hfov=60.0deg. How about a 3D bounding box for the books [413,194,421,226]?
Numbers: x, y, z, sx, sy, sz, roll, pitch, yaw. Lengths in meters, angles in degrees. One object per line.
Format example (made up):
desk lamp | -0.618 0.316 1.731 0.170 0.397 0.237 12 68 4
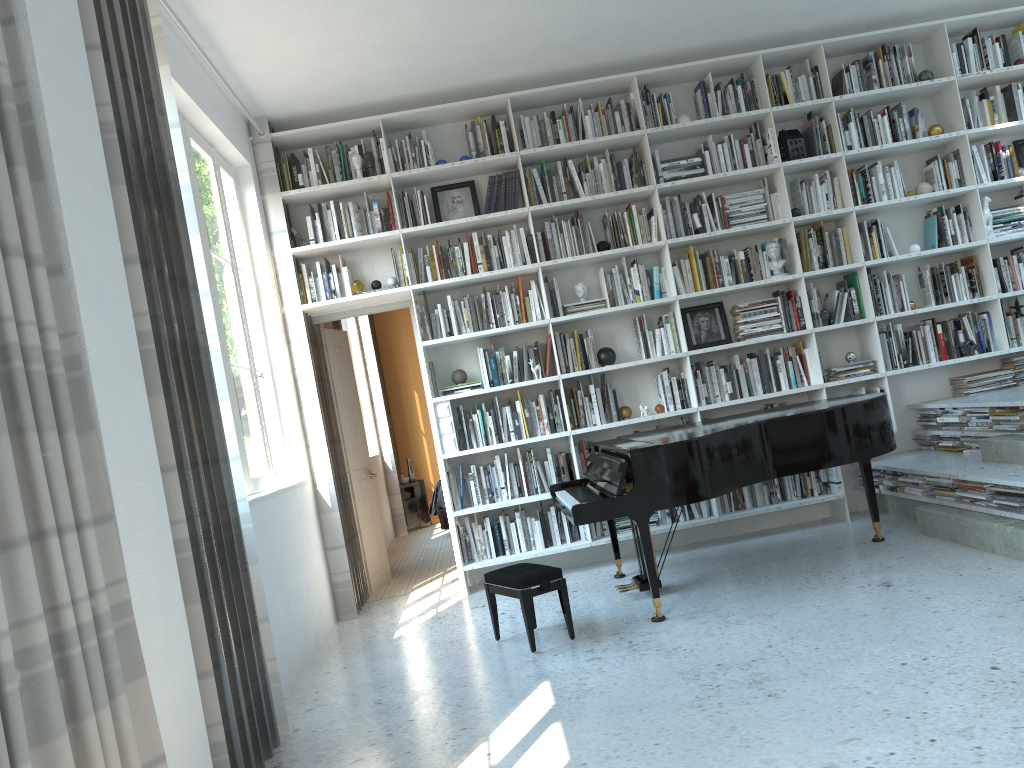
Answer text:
books | -0.623 -1.125 5.892 0.019 0.243 0.153 -10 -1 -3

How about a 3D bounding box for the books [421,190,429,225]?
books | -0.571 -1.140 5.891 0.012 0.254 0.166 -10 -1 -3

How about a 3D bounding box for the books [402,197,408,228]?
books | -0.703 -1.107 5.895 0.005 0.238 0.154 -10 -1 -3

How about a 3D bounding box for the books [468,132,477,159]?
books | -0.258 -1.552 5.921 0.028 0.218 0.153 -10 -1 -3

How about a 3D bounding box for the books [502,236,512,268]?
books | -0.036 -0.853 5.901 0.030 0.230 0.172 -10 -1 -3

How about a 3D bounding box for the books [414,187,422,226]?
books | -0.615 -1.145 5.891 0.005 0.281 0.190 -10 -1 -3

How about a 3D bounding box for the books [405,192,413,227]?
books | -0.674 -1.124 5.886 0.009 0.260 0.184 -10 -1 -3

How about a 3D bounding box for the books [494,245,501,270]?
books | -0.097 -0.819 5.915 0.022 0.186 0.136 -10 -1 -3

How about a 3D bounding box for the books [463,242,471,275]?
books | -0.295 -0.809 5.903 0.047 0.238 0.162 -10 -1 -3

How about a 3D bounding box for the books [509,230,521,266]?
books | 0.022 -0.881 5.925 0.024 0.266 0.155 -10 -1 -3

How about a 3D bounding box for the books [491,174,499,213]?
books | -0.119 -1.233 5.914 0.110 0.279 0.174 -10 -1 -3

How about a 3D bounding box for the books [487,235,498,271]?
books | -0.129 -0.851 5.917 0.029 0.260 0.157 -10 -1 -3

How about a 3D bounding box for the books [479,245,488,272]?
books | -0.187 -0.808 5.883 0.029 0.195 0.192 -10 -1 -3

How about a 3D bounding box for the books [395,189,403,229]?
books | -0.742 -1.128 5.879 0.005 0.292 0.184 -10 -1 -3

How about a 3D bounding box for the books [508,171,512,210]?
books | -0.014 -1.257 5.941 0.078 0.285 0.174 -10 -1 -3

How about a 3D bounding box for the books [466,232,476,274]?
books | -0.272 -0.847 5.908 0.014 0.304 0.151 -10 -1 -3

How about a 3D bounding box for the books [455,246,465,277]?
books | -0.345 -0.790 5.891 0.031 0.217 0.173 -10 -1 -3

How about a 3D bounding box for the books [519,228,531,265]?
books | 0.085 -0.892 5.909 0.035 0.264 0.177 -10 -1 -3

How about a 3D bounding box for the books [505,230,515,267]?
books | -0.013 -0.874 5.902 0.022 0.263 0.174 -10 -1 -3

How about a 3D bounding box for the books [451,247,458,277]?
books | -0.378 -0.784 5.890 0.014 0.218 0.164 -10 -1 -3

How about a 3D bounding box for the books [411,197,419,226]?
books | -0.632 -1.111 5.880 0.018 0.218 0.186 -10 -1 -3

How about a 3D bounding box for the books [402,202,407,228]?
books | -0.710 -1.088 5.894 0.015 0.207 0.172 -10 -1 -3

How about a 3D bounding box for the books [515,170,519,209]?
books | 0.032 -1.266 5.925 0.078 0.285 0.174 -10 -1 -3

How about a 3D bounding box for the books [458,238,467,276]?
books | -0.328 -0.821 5.898 0.014 0.272 0.180 -10 -1 -3

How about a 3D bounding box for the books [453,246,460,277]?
books | -0.367 -0.791 5.897 0.011 0.229 0.170 -10 -1 -3

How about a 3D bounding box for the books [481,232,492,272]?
books | -0.170 -0.856 5.912 0.025 0.286 0.161 -10 -1 -3

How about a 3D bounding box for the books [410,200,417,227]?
books | -0.647 -1.104 5.915 0.012 0.214 0.132 -10 -1 -3

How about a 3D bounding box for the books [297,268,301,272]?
books | -1.390 -0.626 5.836 0.011 0.272 0.188 -10 -1 -3

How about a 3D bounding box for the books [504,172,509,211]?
books | -0.036 -1.253 5.936 0.078 0.285 0.174 -10 -1 -3

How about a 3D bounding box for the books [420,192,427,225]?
books | -0.582 -1.135 5.891 0.011 0.250 0.168 -10 -1 -3

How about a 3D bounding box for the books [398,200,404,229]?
books | -0.731 -1.098 5.913 0.006 0.233 0.136 -10 -1 -3

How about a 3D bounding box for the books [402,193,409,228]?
books | -0.701 -1.127 5.894 0.005 0.277 0.146 -10 -1 -3

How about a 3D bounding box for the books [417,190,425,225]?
books | -0.599 -1.137 5.882 0.023 0.258 0.183 -10 -1 -3

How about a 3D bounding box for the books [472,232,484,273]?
books | -0.225 -0.847 5.886 0.030 0.285 0.185 -10 -1 -3

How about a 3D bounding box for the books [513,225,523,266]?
books | 0.039 -0.898 5.898 0.012 0.291 0.182 -10 -1 -3

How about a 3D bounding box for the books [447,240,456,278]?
books | -0.397 -0.810 5.902 0.012 0.277 0.150 -10 -1 -3

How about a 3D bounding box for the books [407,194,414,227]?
books | -0.664 -1.120 5.895 0.010 0.249 0.166 -10 -1 -3

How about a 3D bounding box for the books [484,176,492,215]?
books | -0.163 -1.225 5.921 0.110 0.279 0.174 -10 -1 -3

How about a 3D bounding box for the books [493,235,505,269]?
books | -0.083 -0.859 5.922 0.035 0.260 0.131 -10 -1 -3

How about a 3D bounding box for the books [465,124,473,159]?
books | -0.283 -1.577 5.933 0.013 0.278 0.151 -10 -1 -3

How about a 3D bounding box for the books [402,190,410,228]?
books | -0.697 -1.134 5.898 0.006 0.289 0.144 -10 -1 -3

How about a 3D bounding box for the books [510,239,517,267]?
books | 0.009 -0.849 5.915 0.013 0.206 0.172 -10 -1 -3

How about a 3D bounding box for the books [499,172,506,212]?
books | -0.067 -1.245 5.914 0.097 0.282 0.174 -10 -1 -3

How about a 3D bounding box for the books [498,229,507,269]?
books | -0.061 -0.874 5.905 0.012 0.281 0.188 -10 -1 -3

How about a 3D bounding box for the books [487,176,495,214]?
books | -0.142 -1.228 5.931 0.110 0.279 0.174 -10 -1 -3

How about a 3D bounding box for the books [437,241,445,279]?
books | -0.466 -0.798 5.881 0.011 0.277 0.164 -10 -1 -3

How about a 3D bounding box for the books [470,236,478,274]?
books | -0.250 -0.835 5.890 0.023 0.271 0.187 -10 -1 -3

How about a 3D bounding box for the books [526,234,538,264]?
books | 0.128 -0.870 5.885 0.039 0.202 0.236 -10 -1 -3

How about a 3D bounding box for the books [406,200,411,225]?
books | -0.676 -1.100 5.872 0.004 0.214 0.186 -10 -1 -3

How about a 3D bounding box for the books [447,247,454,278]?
books | -0.405 -0.785 5.905 0.012 0.230 0.149 -10 -1 -3

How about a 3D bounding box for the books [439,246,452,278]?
books | -0.436 -0.789 5.900 0.047 0.249 0.134 -10 -1 -3

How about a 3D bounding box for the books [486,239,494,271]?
books | -0.146 -0.834 5.901 0.013 0.232 0.171 -10 -1 -3

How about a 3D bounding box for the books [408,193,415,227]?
books | -0.656 -1.120 5.874 0.004 0.246 0.189 -10 -1 -3

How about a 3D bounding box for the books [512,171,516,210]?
books | 0.009 -1.262 5.938 0.078 0.285 0.174 -10 -1 -3

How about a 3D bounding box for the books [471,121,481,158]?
books | -0.237 -1.587 5.918 0.024 0.279 0.188 -10 -1 -3

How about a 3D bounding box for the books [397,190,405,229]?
books | -0.728 -1.127 5.890 0.006 0.287 0.148 -10 -1 -3

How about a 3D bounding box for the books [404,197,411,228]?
books | -0.684 -1.106 5.882 0.009 0.228 0.184 -10 -1 -3

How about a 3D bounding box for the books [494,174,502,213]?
books | -0.097 -1.237 5.933 0.110 0.279 0.174 -10 -1 -3

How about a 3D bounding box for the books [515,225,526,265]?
books | 0.055 -0.900 5.911 0.022 0.289 0.169 -10 -1 -3

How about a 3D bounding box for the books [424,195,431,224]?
books | -0.555 -1.122 5.883 0.012 0.214 0.185 -10 -1 -3
